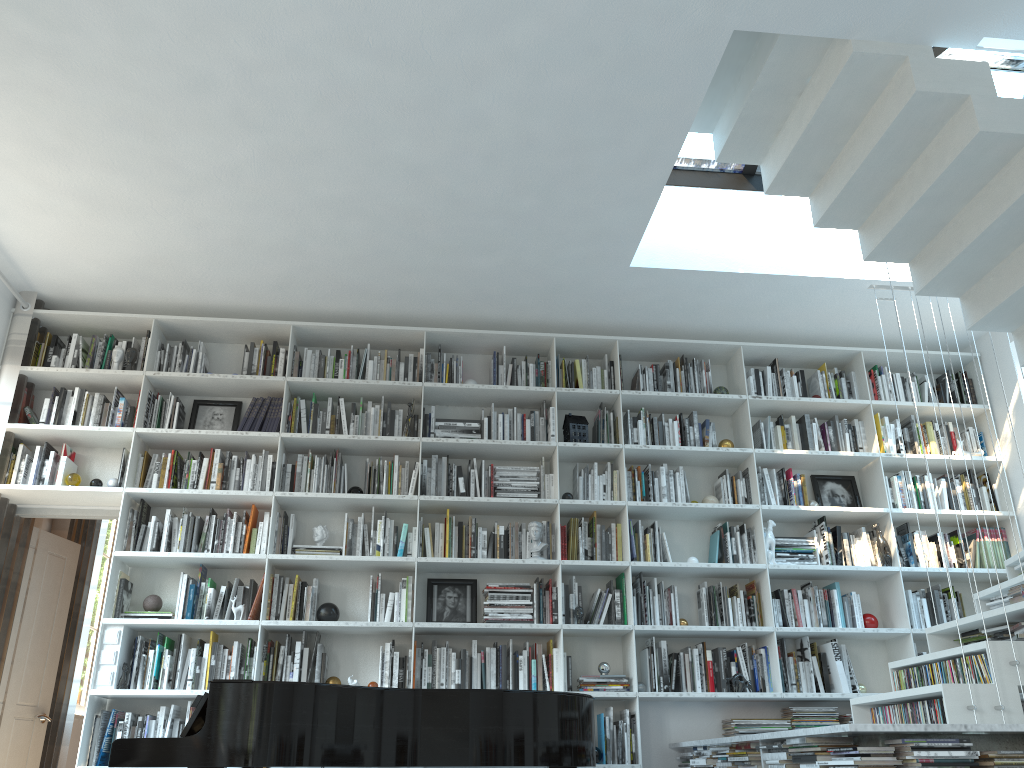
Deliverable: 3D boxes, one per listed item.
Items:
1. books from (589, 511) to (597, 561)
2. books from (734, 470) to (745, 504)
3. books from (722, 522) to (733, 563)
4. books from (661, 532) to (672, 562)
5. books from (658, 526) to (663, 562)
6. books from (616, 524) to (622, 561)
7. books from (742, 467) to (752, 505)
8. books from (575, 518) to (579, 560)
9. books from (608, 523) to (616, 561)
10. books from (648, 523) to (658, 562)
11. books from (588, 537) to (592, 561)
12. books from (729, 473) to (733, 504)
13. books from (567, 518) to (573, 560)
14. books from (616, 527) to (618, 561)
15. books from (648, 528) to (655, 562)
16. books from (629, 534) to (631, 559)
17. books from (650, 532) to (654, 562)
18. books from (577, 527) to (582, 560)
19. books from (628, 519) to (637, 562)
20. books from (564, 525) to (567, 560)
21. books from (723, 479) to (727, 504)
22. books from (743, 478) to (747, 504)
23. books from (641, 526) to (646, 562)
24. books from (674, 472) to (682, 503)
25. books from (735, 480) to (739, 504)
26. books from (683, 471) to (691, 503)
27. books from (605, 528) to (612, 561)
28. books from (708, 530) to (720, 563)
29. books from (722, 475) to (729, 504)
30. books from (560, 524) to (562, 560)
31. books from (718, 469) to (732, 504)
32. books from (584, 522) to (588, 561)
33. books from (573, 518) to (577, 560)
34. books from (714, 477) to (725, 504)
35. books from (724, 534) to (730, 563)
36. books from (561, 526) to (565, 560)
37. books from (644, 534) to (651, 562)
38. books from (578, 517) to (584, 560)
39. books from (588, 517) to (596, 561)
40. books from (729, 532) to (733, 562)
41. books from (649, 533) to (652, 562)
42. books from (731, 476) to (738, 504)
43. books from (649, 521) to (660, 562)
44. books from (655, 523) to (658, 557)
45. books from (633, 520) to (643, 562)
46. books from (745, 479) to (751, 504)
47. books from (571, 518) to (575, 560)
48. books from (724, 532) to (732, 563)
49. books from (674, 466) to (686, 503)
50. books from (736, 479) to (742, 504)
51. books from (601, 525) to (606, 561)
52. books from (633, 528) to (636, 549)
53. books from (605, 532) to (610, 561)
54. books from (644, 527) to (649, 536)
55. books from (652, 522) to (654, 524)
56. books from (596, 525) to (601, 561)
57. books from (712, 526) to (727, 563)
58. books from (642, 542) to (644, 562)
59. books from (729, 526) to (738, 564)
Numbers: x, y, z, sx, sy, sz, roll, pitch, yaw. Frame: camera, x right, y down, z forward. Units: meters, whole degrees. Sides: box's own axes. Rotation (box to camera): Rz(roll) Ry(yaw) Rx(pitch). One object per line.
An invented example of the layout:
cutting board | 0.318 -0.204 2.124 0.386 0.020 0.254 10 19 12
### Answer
books | 0.500 0.970 5.475 0.021 0.336 0.170 2 -23 -6
books | 1.452 0.705 5.693 0.016 0.255 0.176 2 -23 -6
books | 1.340 1.027 5.562 0.013 0.294 0.154 2 -23 -6
books | 0.940 1.041 5.479 0.051 0.209 0.177 2 -23 -6
books | 0.907 1.029 5.510 0.007 0.253 0.161 2 -23 -6
books | 0.651 1.013 5.489 0.033 0.267 0.142 2 -23 -6
books | 1.499 0.696 5.698 0.005 0.276 0.183 2 -23 -6
books | 0.386 0.989 5.461 0.035 0.292 0.145 2 -23 -6
books | 0.615 1.008 5.473 0.032 0.265 0.143 2 -23 -6
books | 0.871 1.015 5.497 0.006 0.269 0.179 2 -23 -6
books | 0.466 1.049 5.460 0.030 0.180 0.132 2 -23 -6
books | 1.382 0.714 5.697 0.016 0.242 0.152 2 -23 -6
books | 0.349 0.983 5.447 0.035 0.292 0.145 2 -23 -6
books | 0.632 1.023 5.485 0.019 0.246 0.149 2 -23 -6
books | 0.859 1.030 5.499 0.017 0.241 0.133 2 -23 -6
books | 0.706 1.033 5.476 0.015 0.219 0.155 2 -23 -6
books | 0.848 1.039 5.481 0.007 0.211 0.159 2 -23 -6
books | 0.407 1.014 5.443 0.015 0.230 0.181 2 -23 -6
books | 0.728 0.999 5.482 0.035 0.286 0.192 2 -23 -6
books | 0.317 1.013 5.460 0.013 0.245 0.177 2 -23 -6
books | 1.344 0.731 5.688 0.005 0.204 0.154 2 -23 -6
books | 1.466 0.729 5.683 0.013 0.203 0.174 2 -23 -6
books | 0.798 1.022 5.496 0.013 0.254 0.145 2 -23 -6
books | 1.041 0.703 5.653 0.021 0.231 0.183 2 -23 -6
books | 1.423 0.736 5.700 0.012 0.205 0.138 2 -23 -6
books | 1.101 0.700 5.674 0.034 0.253 0.161 2 -23 -6
books | 0.590 1.021 5.470 0.028 0.238 0.146 2 -23 -6
books | 1.260 1.049 5.540 0.056 0.240 0.154 2 -23 -6
books | 1.353 0.719 5.693 0.012 0.231 0.154 2 -23 -6
books | 0.286 1.004 5.449 0.015 0.254 0.151 2 -23 -6
books | 1.367 0.698 5.690 0.015 0.266 0.165 2 -23 -6
books | 0.441 1.002 5.474 0.035 0.277 0.139 2 -23 -6
books | 0.375 0.982 5.446 0.035 0.292 0.145 2 -23 -6
books | 1.334 0.726 5.694 0.015 0.219 0.140 2 -23 -6
books | 1.320 1.059 5.528 0.006 0.209 0.189 2 -23 -6
books | 0.303 1.009 5.447 0.014 0.243 0.145 2 -23 -6
books | 0.817 1.040 5.457 0.017 0.191 0.192 2 -24 -6
books | 0.424 0.985 5.454 0.019 0.293 0.164 2 -23 -6
books | 0.489 0.983 5.448 0.019 0.291 0.183 2 -23 -6
books | 1.350 1.058 5.551 0.007 0.229 0.147 2 -23 -6
books | 0.837 1.043 5.486 0.014 0.208 0.157 2 -23 -6
books | 1.409 0.723 5.698 0.016 0.227 0.161 2 -23 -6
books | 0.886 1.010 5.507 0.013 0.286 0.159 2 -23 -6
books | 0.876 1.016 5.504 0.006 0.272 0.167 2 -23 -6
books | 0.774 0.999 5.471 0.013 0.277 0.192 2 -23 -6
books | 1.490 0.731 5.690 0.012 0.205 0.170 2 -23 -6
books | 0.361 0.988 5.458 0.035 0.292 0.145 2 -23 -6
books | 1.329 1.055 5.531 0.013 0.218 0.188 2 -23 -6
books | 1.065 0.681 5.653 0.024 0.271 0.170 2 -23 -6
books | 1.436 0.733 5.690 0.013 0.201 0.174 2 -23 -6
books | 0.544 1.007 5.441 0.027 0.241 0.189 2 -23 -6
books | 0.747 1.028 5.494 0.007 0.243 0.146 2 -23 -6
books | 0.567 1.029 5.443 0.034 0.203 0.182 2 -23 -6
books | 0.826 1.028 5.492 0.008 0.241 0.169 2 -23 -6
books | 0.893 1.021 5.549 0.011 0.299 0.089 2 -23 -6
books | 0.518 1.011 5.463 0.033 0.252 0.175 2 -23 -6
books | 1.298 1.036 5.543 0.021 0.263 0.175 2 -23 -6
books | 0.785 1.048 5.477 0.014 0.192 0.147 2 -23 -6
books | 1.364 1.038 5.545 0.018 0.262 0.165 2 -23 -6
